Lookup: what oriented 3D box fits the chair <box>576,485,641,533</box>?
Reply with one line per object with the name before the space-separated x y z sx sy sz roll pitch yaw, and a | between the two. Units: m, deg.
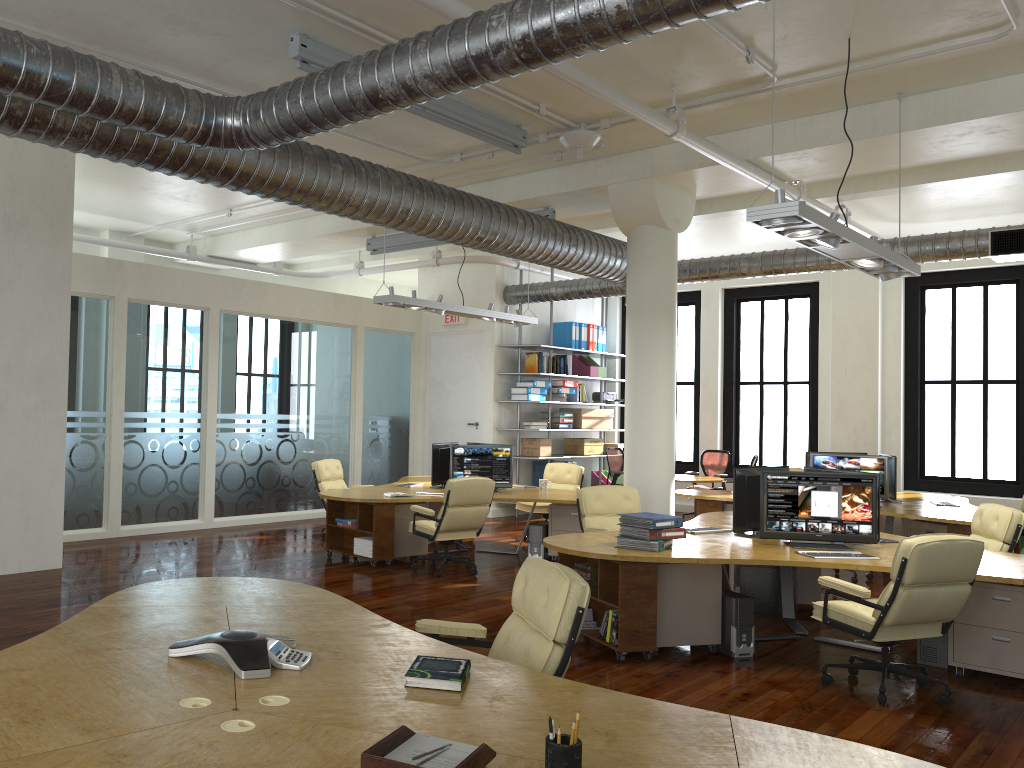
chair | 1.026 1.453 8.023 0.676 1.021 0.827 2 -2 -21

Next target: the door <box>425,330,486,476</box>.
door | -0.965 0.634 14.829 1.364 3.029 0.087 0 -2 40

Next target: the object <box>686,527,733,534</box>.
object | 1.570 1.206 7.329 0.434 0.016 0.250 3 -2 -34

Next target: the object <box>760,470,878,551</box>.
object | 2.261 0.926 6.536 0.833 0.552 0.282 1 -2 9

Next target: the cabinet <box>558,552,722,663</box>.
cabinet | 0.939 1.557 6.505 0.839 0.709 0.937 2 -2 -21

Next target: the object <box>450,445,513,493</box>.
object | -0.356 0.999 10.504 0.766 0.552 0.306 2 -2 -17

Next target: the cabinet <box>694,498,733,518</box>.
cabinet | 2.740 1.752 10.981 0.942 0.709 0.836 1 -2 15

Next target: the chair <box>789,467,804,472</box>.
chair | 3.725 1.653 12.003 0.758 1.021 0.737 1 -2 14

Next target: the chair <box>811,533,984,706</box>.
chair | 2.361 1.399 5.505 0.666 1.021 0.837 2 -2 -26

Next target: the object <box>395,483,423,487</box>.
object | -1.302 1.267 11.136 0.245 0.016 0.444 1 -2 17

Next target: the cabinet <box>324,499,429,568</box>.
cabinet | -1.488 1.617 9.972 0.803 0.709 0.973 3 -2 -43

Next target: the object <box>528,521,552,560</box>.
object | 0.326 1.819 10.266 0.192 0.411 0.448 1 -2 16

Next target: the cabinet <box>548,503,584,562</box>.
cabinet | 0.926 1.683 10.238 0.948 0.709 0.829 1 -2 18

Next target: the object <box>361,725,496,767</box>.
object | -0.200 0.938 2.178 0.245 0.116 0.285 0 -2 24

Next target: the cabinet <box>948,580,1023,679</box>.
cabinet | 3.460 1.593 5.810 0.979 0.709 0.799 0 -2 40

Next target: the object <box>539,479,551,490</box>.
object | 0.405 1.246 10.954 0.139 0.131 0.111 1 -2 -8

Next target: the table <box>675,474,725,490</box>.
table | 2.525 1.828 13.903 1.382 0.745 1.585 2 -2 -25

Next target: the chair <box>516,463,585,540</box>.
chair | 0.490 1.572 11.888 0.706 1.021 0.787 3 -2 -41

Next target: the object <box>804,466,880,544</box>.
object | 2.580 0.949 6.966 0.277 0.552 0.847 2 -2 -19

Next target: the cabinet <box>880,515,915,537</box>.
cabinet | 5.117 1.821 11.357 0.974 0.709 0.802 -1 -3 45

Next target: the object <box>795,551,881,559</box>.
object | 2.247 1.181 6.129 0.466 0.016 0.234 2 -2 -7

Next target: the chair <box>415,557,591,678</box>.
chair | -0.131 1.284 3.862 0.761 1.021 0.736 1 -2 -10

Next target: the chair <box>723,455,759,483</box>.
chair | -0.353 1.558 13.990 8.253 1.158 0.904 1 -2 13

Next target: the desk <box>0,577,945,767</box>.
desk | -0.463 1.371 2.573 3.724 0.734 3.654 1 -2 16

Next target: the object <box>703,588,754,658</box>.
object | 1.528 1.718 6.459 0.169 0.411 0.509 2 -2 -24

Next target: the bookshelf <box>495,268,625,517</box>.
bookshelf | 1.064 0.078 15.338 0.724 4.602 3.255 0 -2 39

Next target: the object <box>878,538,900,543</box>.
object | 2.843 1.228 7.099 0.215 0.016 0.505 2 -2 -23

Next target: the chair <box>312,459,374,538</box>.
chair | -2.147 1.496 11.484 0.845 1.021 0.659 0 -2 25

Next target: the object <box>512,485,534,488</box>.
object | 0.044 1.309 11.428 0.523 0.016 0.207 -1 -3 44

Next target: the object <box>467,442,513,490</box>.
object | -0.283 1.020 11.065 0.264 0.552 0.887 3 -2 -42

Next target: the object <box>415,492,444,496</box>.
object | -0.845 1.236 9.917 0.490 0.016 0.222 1 -2 8

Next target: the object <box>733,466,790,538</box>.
object | 2.007 0.941 7.139 0.732 0.552 0.320 3 -2 -39

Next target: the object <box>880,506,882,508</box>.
object | 3.792 1.344 9.837 0.208 0.016 0.522 3 -3 -41

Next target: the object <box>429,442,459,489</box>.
object | -0.829 1.005 10.994 0.314 0.552 0.745 0 -2 22

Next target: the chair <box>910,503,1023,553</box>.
chair | 3.691 1.494 7.366 0.814 1.021 0.687 1 -2 10

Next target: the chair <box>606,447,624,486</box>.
chair | 1.920 1.631 14.560 0.837 1.158 0.654 -1 -2 43

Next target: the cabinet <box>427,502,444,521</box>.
cabinet | -0.939 1.707 12.241 0.856 0.709 0.921 2 -2 -13

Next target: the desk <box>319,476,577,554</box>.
desk | -0.622 1.661 11.205 3.776 0.734 3.615 2 -2 -11

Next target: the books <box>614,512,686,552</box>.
books | 0.951 1.053 6.342 0.416 0.227 0.455 3 -2 -39

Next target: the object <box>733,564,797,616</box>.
object | 2.197 1.777 7.735 0.502 0.411 0.172 1 -2 13

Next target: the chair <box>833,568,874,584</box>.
chair | 3.469 1.560 9.464 0.747 1.021 0.749 1 -2 9

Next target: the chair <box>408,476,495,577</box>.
chair | -0.649 1.456 9.275 0.649 1.021 0.856 3 -2 -41

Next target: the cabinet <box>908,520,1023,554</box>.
cabinet | 4.680 1.732 9.046 0.849 0.709 0.928 2 -2 -16

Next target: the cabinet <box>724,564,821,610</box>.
cabinet | 2.388 1.649 8.220 0.924 0.709 0.853 1 -2 10

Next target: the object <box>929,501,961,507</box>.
object | 5.022 1.389 10.297 0.245 0.016 0.444 1 -2 17

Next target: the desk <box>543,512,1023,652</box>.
desk | 2.291 1.594 7.221 4.067 0.734 3.351 1 -2 11

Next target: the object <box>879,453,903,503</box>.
object | 4.465 1.115 10.538 0.306 0.552 0.766 1 -2 11

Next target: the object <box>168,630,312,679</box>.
object | -0.980 0.970 3.314 0.568 0.093 0.392 0 -2 35

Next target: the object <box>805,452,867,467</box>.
object | 4.001 1.118 10.956 0.792 0.552 0.296 1 -2 -6

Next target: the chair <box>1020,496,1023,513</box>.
chair | 5.570 1.629 10.026 0.859 1.021 0.647 -1 -2 44

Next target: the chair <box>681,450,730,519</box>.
chair | 3.207 1.658 14.464 0.687 1.158 0.796 3 -2 -42

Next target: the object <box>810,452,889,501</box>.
object | 3.933 1.097 10.368 0.887 0.552 0.264 0 -2 36

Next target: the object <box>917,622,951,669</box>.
object | 3.034 1.747 6.282 0.199 0.411 0.433 0 -2 39

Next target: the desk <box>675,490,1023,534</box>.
desk | 4.430 1.764 10.709 3.163 0.734 4.277 3 -3 -45

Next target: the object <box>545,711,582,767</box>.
object | 0.130 0.918 2.232 0.080 0.185 0.097 3 -2 -42
